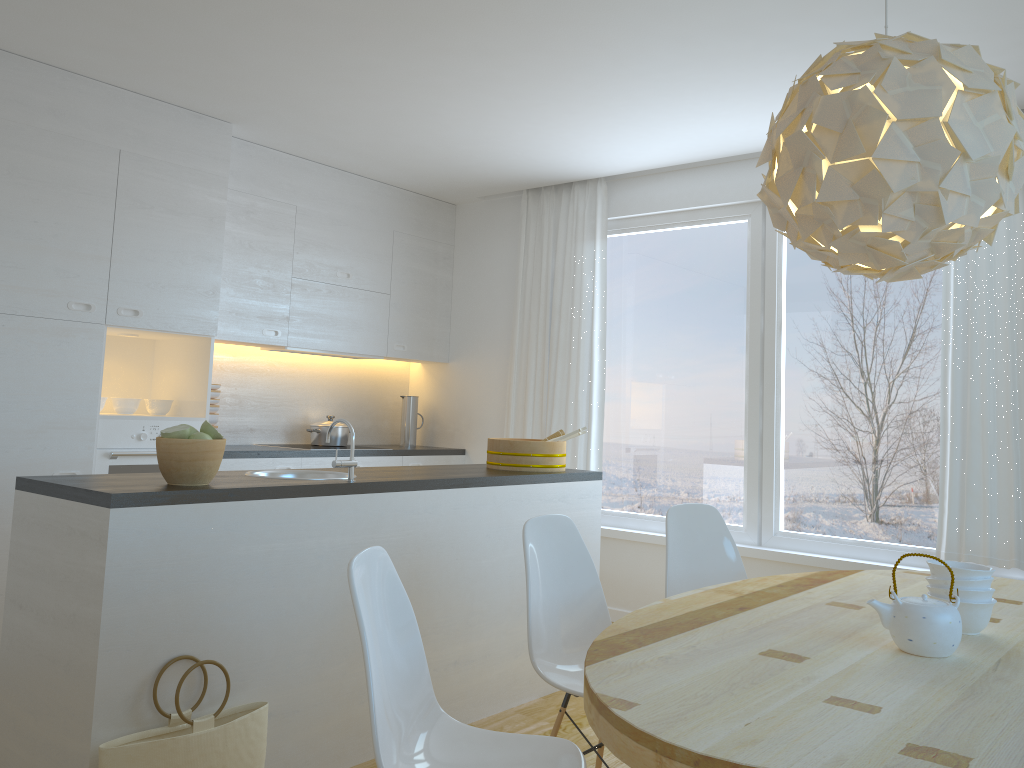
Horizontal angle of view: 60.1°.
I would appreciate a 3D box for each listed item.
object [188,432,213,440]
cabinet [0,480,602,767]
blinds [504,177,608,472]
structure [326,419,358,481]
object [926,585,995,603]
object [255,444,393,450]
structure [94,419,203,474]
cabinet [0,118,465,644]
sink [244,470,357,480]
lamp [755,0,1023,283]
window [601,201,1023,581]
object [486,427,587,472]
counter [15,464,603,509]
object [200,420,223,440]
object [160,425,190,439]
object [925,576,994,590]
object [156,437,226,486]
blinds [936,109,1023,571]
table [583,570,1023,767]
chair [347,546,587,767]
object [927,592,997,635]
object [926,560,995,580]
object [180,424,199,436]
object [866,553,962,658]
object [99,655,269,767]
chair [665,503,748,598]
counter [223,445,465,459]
[{"bbox_3d":[-0.960,0.191,2.728,0.081,0.086,0.097,2,-4,4],"label":"object"},{"bbox_3d":[-0.574,0.848,3.440,0.600,0.915,2.391,-1,-4,39],"label":"cabinet"},{"bbox_3d":[0.252,-0.280,5.665,0.794,2.172,0.149,-2,-7,38],"label":"blinds"},{"bbox_3d":[-0.629,0.229,3.125,0.162,0.216,0.096,-1,-6,39],"label":"structure"},{"bbox_3d":[1.092,0.535,2.156,0.152,0.093,0.150,3,-3,-12],"label":"object"},{"bbox_3d":[-1.184,0.400,5.569,0.561,0.013,0.651,1,-3,39],"label":"object"},{"bbox_3d":[-1.784,0.480,4.367,0.049,0.599,0.558,-2,-6,39],"label":"structure"},{"bbox_3d":[-1.500,0.067,5.092,0.480,2.313,3.188,-2,-5,39],"label":"cabinet"},{"bbox_3d":[-0.781,0.410,3.259,0.404,0.158,0.402,3,-2,-9],"label":"sink"},{"bbox_3d":[0.980,-0.819,2.315,0.646,1.141,0.636,-1,-6,38],"label":"lamp"},{"bbox_3d":[1.415,-0.073,4.950,2.725,1.929,0.088,0,-6,39],"label":"window"},{"bbox_3d":[0.094,0.299,4.227,0.429,0.215,0.377,3,-3,-23],"label":"object"},{"bbox_3d":[-0.555,0.373,3.486,0.600,0.040,2.391,1,-3,39],"label":"counter"},{"bbox_3d":[-0.947,0.150,2.796,0.074,0.072,0.077,4,-4,-26],"label":"object"},{"bbox_3d":[-1.026,0.158,2.693,0.083,0.066,0.085,5,-4,-39],"label":"object"},{"bbox_3d":[1.091,0.511,2.161,0.151,0.096,0.150,4,-4,-34],"label":"object"},{"bbox_3d":[-0.996,0.238,2.736,0.205,0.142,0.204,2,-3,1],"label":"object"},{"bbox_3d":[2.324,-0.252,3.991,0.794,2.172,0.149,-2,-7,39],"label":"blinds"},{"bbox_3d":[0.946,0.957,2.099,1.193,0.729,2.181,0,-3,38],"label":"table"},{"bbox_3d":[-0.085,0.819,1.854,0.523,0.907,0.427,2,-5,9],"label":"chair"},{"bbox_3d":[1.092,0.558,2.150,0.152,0.083,0.151,3,-3,-12],"label":"object"},{"bbox_3d":[1.095,0.483,2.162,0.151,0.087,0.151,4,-3,-23],"label":"object"},{"bbox_3d":[-1.022,0.175,2.780,0.102,0.099,0.086,4,-4,-30],"label":"object"},{"bbox_3d":[0.892,0.479,1.950,0.177,0.213,0.146,-1,-5,38],"label":"object"},{"bbox_3d":[-0.433,1.026,2.299,1.190,0.504,0.468,2,-4,17],"label":"object"},{"bbox_3d":[0.788,0.896,3.057,0.429,0.907,0.521,5,-5,-31],"label":"chair"},{"bbox_3d":[-1.185,0.418,5.563,0.600,0.040,1.993,1,-3,39],"label":"counter"}]
